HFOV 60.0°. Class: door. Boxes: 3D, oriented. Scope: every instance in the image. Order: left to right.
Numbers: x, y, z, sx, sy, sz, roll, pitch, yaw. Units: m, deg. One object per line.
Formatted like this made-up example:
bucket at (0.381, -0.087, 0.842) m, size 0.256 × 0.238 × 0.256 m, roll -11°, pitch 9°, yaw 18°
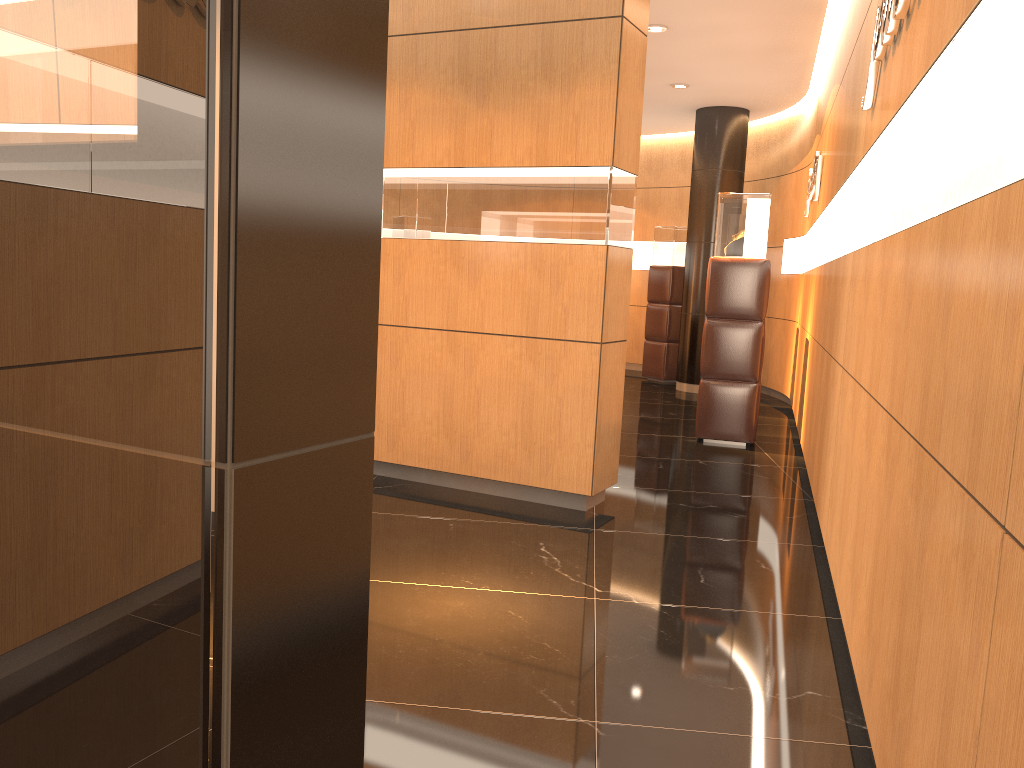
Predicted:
door at (-0.753, -0.444, 0.160) m, size 0.098 × 3.285 × 2.473 m, roll 5°, pitch 7°, yaw 15°

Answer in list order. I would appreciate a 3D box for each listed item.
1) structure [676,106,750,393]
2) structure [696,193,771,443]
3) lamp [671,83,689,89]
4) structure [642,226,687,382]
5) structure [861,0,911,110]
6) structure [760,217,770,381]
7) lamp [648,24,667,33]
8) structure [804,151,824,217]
structure at (2.390, -1.619, 10.594) m, size 0.613 × 3.430 × 0.613 m, roll 5°, pitch 7°, yaw 20°
structure at (1.825, -0.537, 7.243) m, size 0.498 × 1.968 × 0.484 m, roll 5°, pitch 7°, yaw 15°
lamp at (1.739, -3.108, 9.172) m, size 0.176 × 0.068 × 0.176 m, roll 4°, pitch 7°, yaw 10°
structure at (2.078, -1.035, 11.592) m, size 0.484 × 2.000 × 0.498 m, roll -1°, pitch 8°, yaw -30°
structure at (1.186, -1.231, 2.649) m, size 0.034 × 0.442 × 2.050 m, roll 5°, pitch 7°, yaw 15°
structure at (2.393, -0.733, 9.238) m, size 0.498 × 2.000 × 0.484 m, roll 5°, pitch 7°, yaw 15°
lamp at (1.162, -2.893, 7.150) m, size 0.176 × 0.068 × 0.176 m, roll 4°, pitch 7°, yaw 10°
structure at (2.691, -1.792, 7.924) m, size 0.034 × 0.442 × 2.050 m, roll 5°, pitch 7°, yaw 15°
